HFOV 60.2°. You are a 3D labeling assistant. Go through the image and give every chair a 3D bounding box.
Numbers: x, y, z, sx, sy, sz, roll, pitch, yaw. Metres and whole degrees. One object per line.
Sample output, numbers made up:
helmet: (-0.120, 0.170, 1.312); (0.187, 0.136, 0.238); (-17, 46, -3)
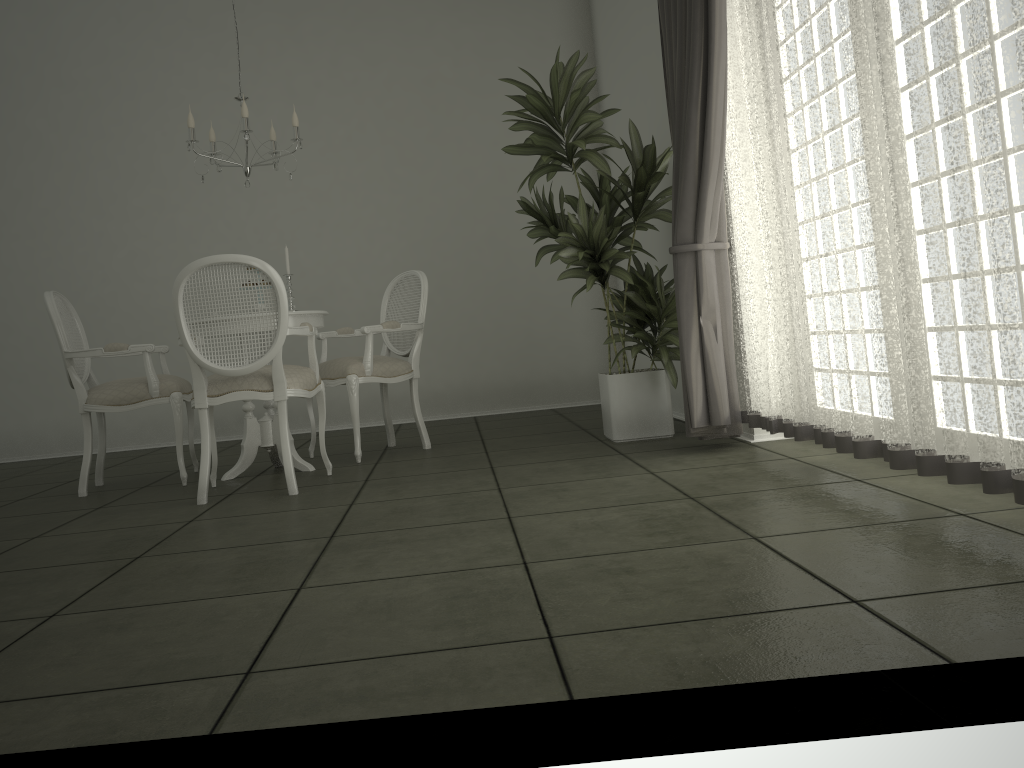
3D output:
chair: (-2.062, 0.010, 4.690); (0.691, 1.067, 0.592); (-5, -1, -14)
chair: (-1.207, -0.036, 4.060); (0.595, 1.067, 0.688); (-5, -1, -4)
chair: (-0.816, -0.129, 5.179); (0.692, 1.067, 0.592); (-5, -1, -39)

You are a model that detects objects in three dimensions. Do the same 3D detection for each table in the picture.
table: (-1.318, 0.056, 4.702); (0.741, 0.833, 0.738); (-5, 0, -7)

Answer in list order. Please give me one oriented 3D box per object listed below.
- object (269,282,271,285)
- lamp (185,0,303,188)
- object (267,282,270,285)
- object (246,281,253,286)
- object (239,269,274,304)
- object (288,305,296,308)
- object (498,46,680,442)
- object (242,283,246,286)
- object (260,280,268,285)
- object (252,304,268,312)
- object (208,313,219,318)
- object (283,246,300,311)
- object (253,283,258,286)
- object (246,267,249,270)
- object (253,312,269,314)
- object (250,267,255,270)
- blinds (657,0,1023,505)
object: (-1.278, -0.541, 4.723); (0.039, 0.032, 0.039); (-5, 1, 37)
lamp: (-1.539, -2.307, 4.791); (0.595, 2.447, 0.588); (-4, -2, -26)
object: (-1.319, -0.541, 4.783); (0.039, 0.032, 0.039); (-6, 1, -43)
object: (-1.382, -0.528, 4.651); (0.039, 0.032, 0.039); (-6, 1, -43)
object: (-1.346, -0.484, 4.715); (0.210, 0.249, 0.211); (-5, 0, 28)
object: (-1.240, -0.408, 4.905); (0.078, 0.049, 0.062); (-6, 1, -24)
object: (0.556, -0.760, 4.848); (1.037, 2.104, 1.161); (-6, -1, 14)
object: (-1.423, -0.527, 4.711); (0.039, 0.032, 0.039); (-6, 1, -38)
object: (-1.309, -0.535, 4.656); (0.039, 0.032, 0.039); (-5, 1, 17)
object: (-1.287, -0.383, 4.499); (0.077, 0.049, 0.062); (-5, 1, 29)
object: (-1.619, -0.361, 4.774); (0.077, 0.049, 0.062); (-5, 1, 6)
object: (-1.169, -0.553, 4.622); (0.088, 0.366, 0.087); (-4, -2, -27)
object: (-1.391, -0.534, 4.777); (0.039, 0.032, 0.039); (-6, 1, -43)
object: (-1.400, -0.619, 4.717); (0.039, 0.032, 0.039); (-5, 1, 17)
object: (-1.291, -0.359, 4.501); (0.119, 0.016, 0.118); (-6, 3, -14)
object: (-1.376, -0.619, 4.684); (0.039, 0.032, 0.039); (-5, 1, 2)
blinds: (1.107, -0.959, 2.744); (0.661, 2.608, 3.656); (-5, 1, -4)
